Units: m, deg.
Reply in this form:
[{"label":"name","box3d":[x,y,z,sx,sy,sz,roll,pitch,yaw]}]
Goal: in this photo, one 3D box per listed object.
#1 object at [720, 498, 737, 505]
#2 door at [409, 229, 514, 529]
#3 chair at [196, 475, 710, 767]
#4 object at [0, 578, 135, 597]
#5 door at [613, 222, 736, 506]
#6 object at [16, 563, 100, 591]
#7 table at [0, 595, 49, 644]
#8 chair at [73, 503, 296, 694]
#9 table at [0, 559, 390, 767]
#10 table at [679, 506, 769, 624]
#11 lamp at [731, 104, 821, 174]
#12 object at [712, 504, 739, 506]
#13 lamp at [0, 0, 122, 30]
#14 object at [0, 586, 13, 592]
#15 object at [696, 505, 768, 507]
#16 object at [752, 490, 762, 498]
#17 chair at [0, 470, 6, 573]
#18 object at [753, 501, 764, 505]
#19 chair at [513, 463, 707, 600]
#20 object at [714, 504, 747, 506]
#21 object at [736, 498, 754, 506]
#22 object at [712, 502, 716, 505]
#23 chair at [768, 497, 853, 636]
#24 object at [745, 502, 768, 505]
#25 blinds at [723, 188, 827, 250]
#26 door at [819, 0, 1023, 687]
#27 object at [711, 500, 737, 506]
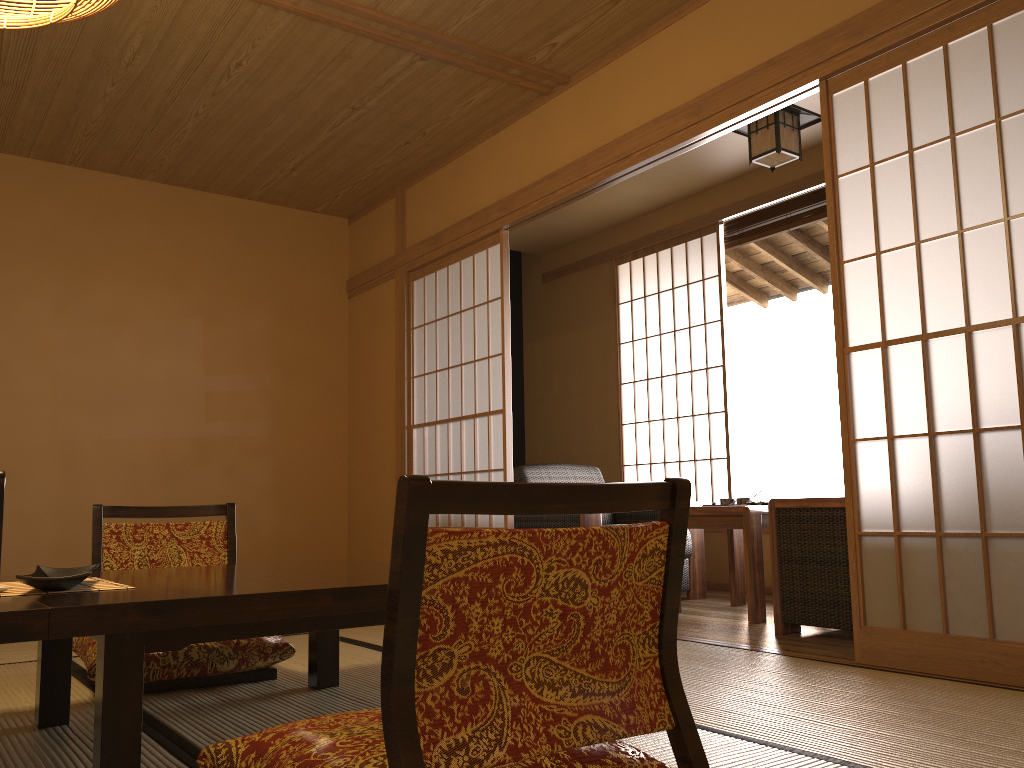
[{"label":"object","box3d":[1.072,0.584,4.385,0.084,0.037,0.084,0,-8,-8]},{"label":"door","box3d":[-0.304,0.224,4.859,0.040,1.929,0.994,4,-9,-35]},{"label":"chair","box3d":[-0.111,0.433,1.410,0.583,0.545,0.700,5,-9,-36]},{"label":"object","box3d":[-1.047,0.428,1.857,0.398,0.003,0.402,5,-10,-35]},{"label":"door","box3d":[1.044,-0.031,5.867,0.040,1.868,0.994,4,-9,-35]},{"label":"object","box3d":[-0.942,0.405,1.854,0.129,0.039,0.350,2,-9,-22]},{"label":"table","box3d":[-1.445,0.571,1.539,0.995,0.356,0.996,5,-10,-35]},{"label":"chair","box3d":[-1.082,0.656,2.861,0.583,0.545,0.688,4,-9,-31]},{"label":"table","box3d":[-0.636,0.638,2.115,0.995,0.356,0.996,5,-10,-35]},{"label":"table","box3d":[1.098,0.828,4.187,0.540,0.499,0.541,4,-9,-35]},{"label":"lamp","box3d":[1.216,-1.356,4.150,0.330,0.680,0.331,4,-9,-35]},{"label":"object","box3d":[1.004,0.578,4.222,0.230,0.007,0.006,-9,-11,43]},{"label":"lamp","box3d":[-1.213,-1.303,1.960,0.798,0.824,0.800,1,-8,-12]},{"label":"object","box3d":[-1.041,0.407,1.749,0.099,0.012,0.067,-7,-10,37]},{"label":"object","box3d":[1.094,0.580,4.216,0.300,0.003,0.402,5,-10,-35]},{"label":"object","box3d":[1.157,0.548,4.300,0.117,0.068,0.038,-4,-8,19]},{"label":"chair","box3d":[-0.803,0.375,0.913,0.583,0.545,0.688,4,-9,-31]},{"label":"object","box3d":[1.124,0.544,4.039,0.050,0.018,0.015,-8,-10,41]},{"label":"chair","box3d":[0.462,0.821,5.019,0.873,0.777,0.945,4,-9,-35]},{"label":"object","box3d":[1.009,0.573,4.187,0.006,0.007,0.230,5,-10,-40]},{"label":"object","box3d":[1.133,0.572,4.306,0.084,0.037,0.084,6,-11,-43]},{"label":"object","box3d":[0.988,0.589,4.340,0.015,0.018,0.050,-2,-8,6]},{"label":"chair","box3d":[1.621,0.572,3.409,0.873,0.777,0.945,4,-9,-35]},{"label":"object","box3d":[1.166,0.560,4.148,0.131,0.015,0.182,-2,-8,9]},{"label":"blinds","box3d":[1.914,-1.070,4.842,0.048,0.593,1.936,4,-9,-35]},{"label":"door","box3d":[1.372,-0.137,2.530,0.040,1.929,0.994,4,-9,-35]},{"label":"object","box3d":[1.019,0.574,4.268,0.131,0.026,0.038,-7,-10,38]}]
